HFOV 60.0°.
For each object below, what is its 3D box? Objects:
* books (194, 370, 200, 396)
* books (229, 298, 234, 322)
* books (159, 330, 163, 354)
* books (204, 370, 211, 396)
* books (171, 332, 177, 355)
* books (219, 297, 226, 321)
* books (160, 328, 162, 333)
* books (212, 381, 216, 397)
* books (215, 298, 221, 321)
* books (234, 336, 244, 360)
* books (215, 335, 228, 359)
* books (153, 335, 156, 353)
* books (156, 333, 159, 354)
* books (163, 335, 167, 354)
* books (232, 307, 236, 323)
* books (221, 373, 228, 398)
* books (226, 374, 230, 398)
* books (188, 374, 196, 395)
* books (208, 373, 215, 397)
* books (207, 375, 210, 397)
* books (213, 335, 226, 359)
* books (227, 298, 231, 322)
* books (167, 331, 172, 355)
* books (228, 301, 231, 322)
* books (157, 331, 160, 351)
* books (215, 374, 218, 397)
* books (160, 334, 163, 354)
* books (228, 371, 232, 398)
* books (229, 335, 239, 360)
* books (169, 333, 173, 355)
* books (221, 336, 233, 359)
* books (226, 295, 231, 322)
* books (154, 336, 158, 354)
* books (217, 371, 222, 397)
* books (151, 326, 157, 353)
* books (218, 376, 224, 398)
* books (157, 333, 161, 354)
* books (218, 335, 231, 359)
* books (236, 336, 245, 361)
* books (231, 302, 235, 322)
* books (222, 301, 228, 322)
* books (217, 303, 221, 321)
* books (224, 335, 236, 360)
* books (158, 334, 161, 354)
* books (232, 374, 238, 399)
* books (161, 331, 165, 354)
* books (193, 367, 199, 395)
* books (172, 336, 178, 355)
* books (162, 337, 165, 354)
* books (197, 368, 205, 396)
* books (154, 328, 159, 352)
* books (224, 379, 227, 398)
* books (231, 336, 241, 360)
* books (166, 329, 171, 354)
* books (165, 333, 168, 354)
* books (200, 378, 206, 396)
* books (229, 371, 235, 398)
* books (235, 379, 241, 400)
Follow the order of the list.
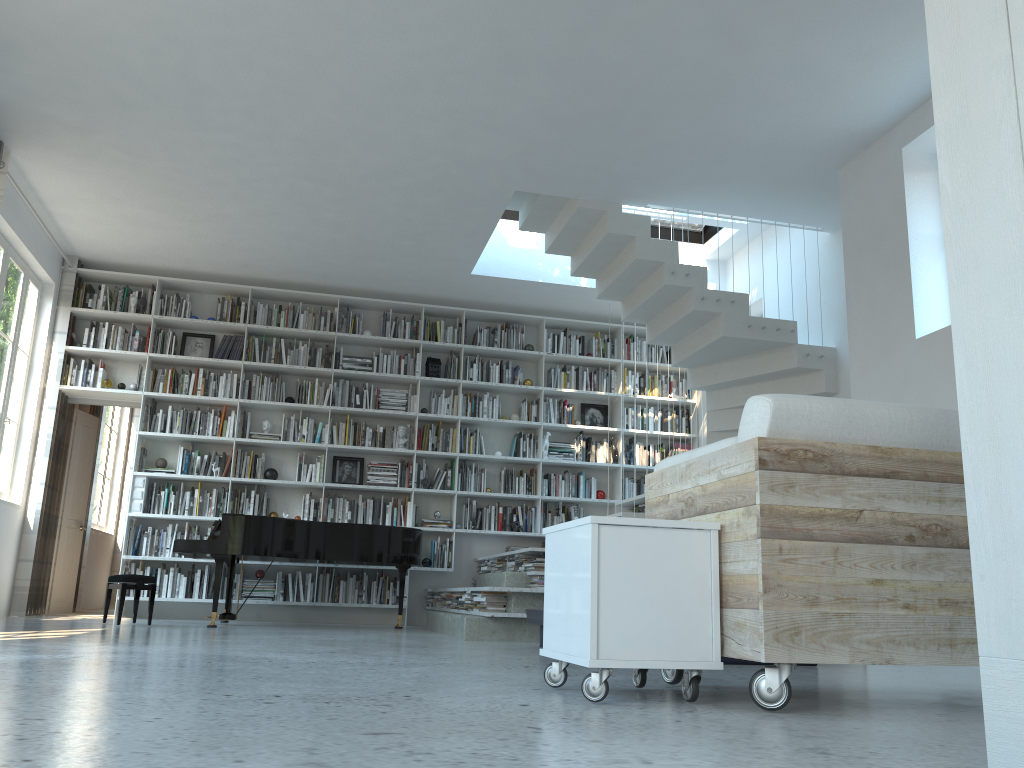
[{"bbox_3d":[-2.977,0.019,8.408,0.023,0.270,0.187,5,-14,-12],"label":"books"},{"bbox_3d":[-2.730,-0.674,8.630,0.011,0.273,0.184,5,-14,-12],"label":"books"},{"bbox_3d":[-3.322,-0.361,8.415,0.009,0.259,0.184,5,-14,-12],"label":"books"},{"bbox_3d":[-2.900,0.023,8.445,0.025,0.285,0.161,5,-14,-12],"label":"books"},{"bbox_3d":[-3.220,-0.350,8.437,0.012,0.254,0.167,5,-14,-12],"label":"books"},{"bbox_3d":[-2.810,-0.683,8.614,0.024,0.279,0.188,5,-14,-12],"label":"books"},{"bbox_3d":[-3.344,-0.374,8.426,0.006,0.288,0.144,5,-13,-12],"label":"books"},{"bbox_3d":[-2.839,0.078,8.449,0.022,0.185,0.137,5,-14,-12],"label":"books"},{"bbox_3d":[-2.859,-0.682,8.620,0.013,0.277,0.151,5,-14,-12],"label":"books"},{"bbox_3d":[-2.647,-0.310,8.589,0.078,0.285,0.174,5,-14,-12],"label":"books"},{"bbox_3d":[-2.797,-0.318,8.555,0.110,0.279,0.174,5,-14,-12],"label":"books"},{"bbox_3d":[-3.387,-0.346,8.427,0.006,0.232,0.136,5,-14,-12],"label":"books"},{"bbox_3d":[-3.355,-0.351,8.416,0.005,0.237,0.154,5,-14,-12],"label":"books"},{"bbox_3d":[-3.283,-0.339,8.412,0.018,0.218,0.187,5,-14,-12],"label":"books"},{"bbox_3d":[-2.702,-0.629,8.632,0.027,0.190,0.178,5,-14,-12],"label":"books"},{"bbox_3d":[-2.744,0.044,8.461,0.022,0.262,0.175,5,-14,-12],"label":"books"},{"bbox_3d":[-2.714,0.050,8.490,0.024,0.265,0.155,5,-14,-12],"label":"books"},{"bbox_3d":[-3.029,0.035,8.409,0.047,0.237,0.163,5,-14,-12],"label":"books"},{"bbox_3d":[-2.863,0.039,8.454,0.029,0.260,0.158,5,-14,-12],"label":"books"},{"bbox_3d":[-2.880,0.048,8.432,0.013,0.231,0.172,5,-14,-12],"label":"books"},{"bbox_3d":[-2.817,-0.321,8.541,0.110,0.279,0.174,5,-14,-12],"label":"books"},{"bbox_3d":[-2.753,-0.678,8.637,0.013,0.282,0.167,5,-14,-12],"label":"books"},{"bbox_3d":[-3.246,-0.356,8.424,0.023,0.257,0.183,5,-14,-12],"label":"books"},{"bbox_3d":[-2.740,-0.670,8.626,0.010,0.263,0.157,5,-14,-12],"label":"books"},{"bbox_3d":[-3.349,-0.370,8.421,0.005,0.277,0.147,5,-14,-12],"label":"books"},{"bbox_3d":[-2.818,0.044,8.467,0.035,0.260,0.131,5,-13,-12],"label":"books"},{"bbox_3d":[-3.315,-0.353,8.425,0.010,0.248,0.166,5,-14,-12],"label":"books"},{"bbox_3d":[-2.689,0.033,8.469,0.012,0.290,0.182,5,-14,-12],"label":"books"},{"bbox_3d":[-2.691,-0.314,8.579,0.078,0.285,0.174,5,-14,-12],"label":"books"},{"bbox_3d":[-3.232,-0.348,8.435,0.011,0.249,0.168,5,-14,-12],"label":"books"},{"bbox_3d":[-2.753,-0.314,8.564,0.110,0.279,0.174,5,-14,-12],"label":"books"},{"bbox_3d":[-2.769,-0.693,8.653,0.014,0.320,0.137,5,-13,-12],"label":"books"},{"bbox_3d":[-3.365,-0.335,8.410,0.015,0.206,0.172,5,-14,-12],"label":"books"},{"bbox_3d":[-2.791,0.032,8.457,0.012,0.280,0.188,5,-14,-12],"label":"books"},{"bbox_3d":[-3.385,-0.384,8.401,0.005,0.292,0.184,5,-14,-12],"label":"books"},{"bbox_3d":[-2.771,0.057,8.452,0.030,0.230,0.172,5,-14,-12],"label":"books"},{"bbox_3d":[-3.335,-0.348,8.405,0.009,0.228,0.185,5,-14,-12],"label":"books"},{"bbox_3d":[-2.771,-0.320,8.543,0.110,0.279,0.174,5,-14,-12],"label":"books"},{"bbox_3d":[-2.622,-0.311,8.581,0.078,0.285,0.174,5,-14,-12],"label":"books"},{"bbox_3d":[-2.725,-0.657,8.658,0.013,0.254,0.129,5,-14,-12],"label":"books"},{"bbox_3d":[-2.785,-0.666,8.615,0.028,0.248,0.156,5,-14,-12],"label":"books"},{"bbox_3d":[-2.838,-0.654,8.606,0.028,0.218,0.153,5,-14,-12],"label":"books"},{"bbox_3d":[-2.719,-0.318,8.552,0.097,0.282,0.174,5,-14,-12],"label":"books"},{"bbox_3d":[-3.326,-0.342,8.396,0.004,0.213,0.187,5,-14,-12],"label":"books"},{"bbox_3d":[-2.647,0.052,8.485,0.035,0.263,0.178,5,-14,-12],"label":"books"},{"bbox_3d":[-3.304,-0.356,8.405,0.004,0.245,0.189,5,-14,-12],"label":"books"},{"bbox_3d":[-2.999,0.006,8.425,0.014,0.303,0.152,5,-13,-12],"label":"books"},{"bbox_3d":[-3.207,-0.331,8.428,0.012,0.213,0.186,5,-14,-12],"label":"books"},{"bbox_3d":[-3.306,-0.331,8.442,0.012,0.214,0.132,5,-14,-12],"label":"books"},{"bbox_3d":[-2.950,0.013,8.410,0.030,0.285,0.185,5,-14,-12],"label":"books"},{"bbox_3d":[-3.374,-0.377,8.413,0.006,0.286,0.148,5,-14,-12],"label":"books"},{"bbox_3d":[-2.731,0.076,8.470,0.013,0.206,0.172,5,-14,-12],"label":"books"},{"bbox_3d":[-2.670,-0.311,8.588,0.078,0.285,0.174,5,-14,-12],"label":"books"},{"bbox_3d":[-3.262,-0.366,8.433,0.005,0.280,0.191,5,-14,-12],"label":"books"},{"bbox_3d":[-3.274,-0.348,8.428,0.019,0.243,0.153,5,-14,-12],"label":"books"},{"bbox_3d":[-2.922,0.059,8.403,0.029,0.195,0.192,5,-14,-12],"label":"books"},{"bbox_3d":[-2.675,0.038,8.484,0.022,0.288,0.169,5,-14,-12],"label":"books"},{"bbox_3d":[-2.607,0.080,8.462,0.039,0.202,0.236,5,-14,-12],"label":"books"}]
